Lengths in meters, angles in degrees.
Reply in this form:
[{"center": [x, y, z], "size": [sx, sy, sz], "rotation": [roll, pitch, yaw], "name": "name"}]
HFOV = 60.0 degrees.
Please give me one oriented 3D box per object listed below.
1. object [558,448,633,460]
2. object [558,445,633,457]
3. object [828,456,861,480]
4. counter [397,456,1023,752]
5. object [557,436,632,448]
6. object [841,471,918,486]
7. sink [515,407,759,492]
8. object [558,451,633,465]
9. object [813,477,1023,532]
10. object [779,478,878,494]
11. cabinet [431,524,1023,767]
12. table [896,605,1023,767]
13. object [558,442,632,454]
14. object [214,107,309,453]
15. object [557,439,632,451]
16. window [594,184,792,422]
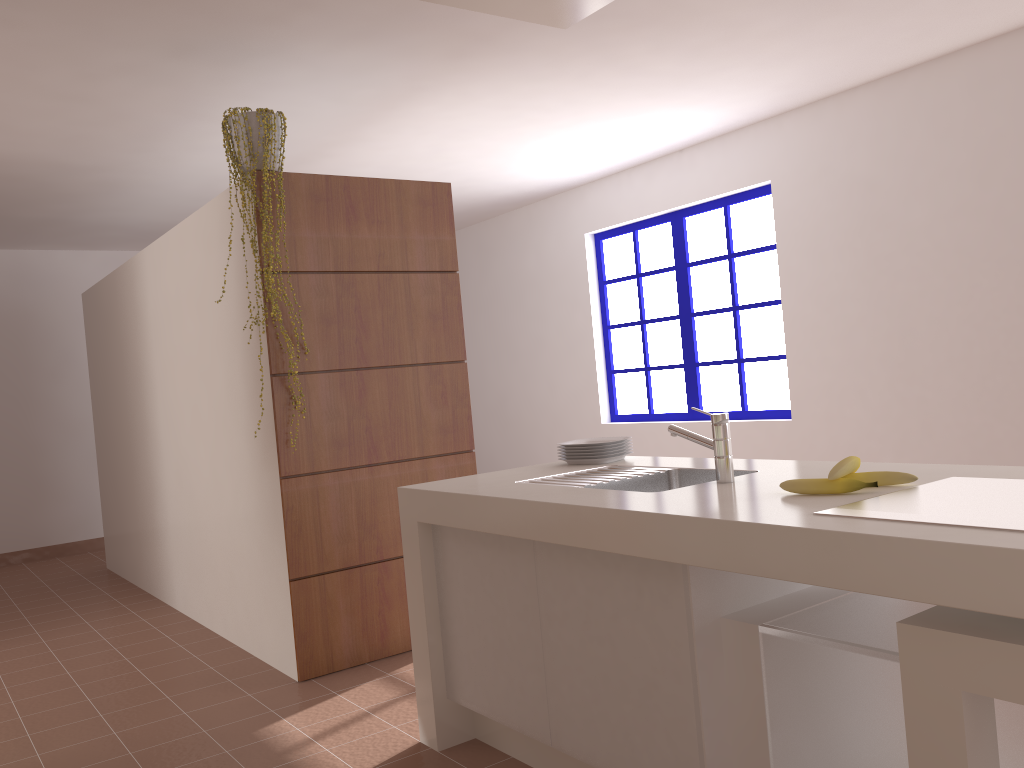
[{"center": [0.283, 0.242, 2.999], "size": [0.228, 0.020, 0.228], "rotation": [-5, 0, 36], "name": "object"}, {"center": [0.282, 0.231, 2.999], "size": [0.228, 0.020, 0.228], "rotation": [-5, 0, 36], "name": "object"}, {"center": [0.732, 0.183, 1.929], "size": [0.047, 0.055, 0.207], "rotation": [-5, 0, 31], "name": "object"}, {"center": [0.632, 0.637, 2.124], "size": [0.821, 0.800, 2.156], "rotation": [-5, 0, -35], "name": "counter"}, {"center": [0.279, 0.201, 2.999], "size": [0.228, 0.020, 0.228], "rotation": [-5, 0, 36], "name": "object"}, {"center": [0.764, 0.207, 1.922], "size": [0.207, 0.033, 0.060], "rotation": [-5, 0, 10], "name": "object"}, {"center": [0.352, 0.254, 2.464], "size": [0.404, 0.368, 0.668], "rotation": [-5, 0, -35], "name": "sink"}, {"center": [0.284, 0.252, 2.999], "size": [0.228, 0.020, 0.228], "rotation": [-5, 0, 36], "name": "object"}, {"center": [0.921, 0.210, 1.575], "size": [0.493, 0.006, 0.551], "rotation": [-5, 0, -35], "name": "object"}, {"center": [0.664, 0.217, 1.883], "size": [0.207, 0.033, 0.060], "rotation": [-5, 0, 35], "name": "object"}, {"center": [0.673, 0.684, 2.081], "size": [0.737, 0.700, 2.048], "rotation": [-5, 0, -35], "name": "cabinet"}, {"center": [1.250, 0.663, 1.267], "size": [0.737, 0.647, 1.003], "rotation": [-5, 0, -35], "name": "table"}, {"center": [0.281, 0.221, 2.999], "size": [0.228, 0.020, 0.228], "rotation": [-5, 0, 36], "name": "object"}, {"center": [-0.965, -0.394, 3.476], "size": [0.279, 1.344, 0.297], "rotation": [-5, 0, 14], "name": "object"}, {"center": [0.280, 0.211, 2.999], "size": [0.228, 0.020, 0.228], "rotation": [-5, 0, 36], "name": "object"}, {"center": [1.189, -0.463, 6.031], "size": [0.035, 1.430, 1.699], "rotation": [-5, 0, -35], "name": "window"}]
